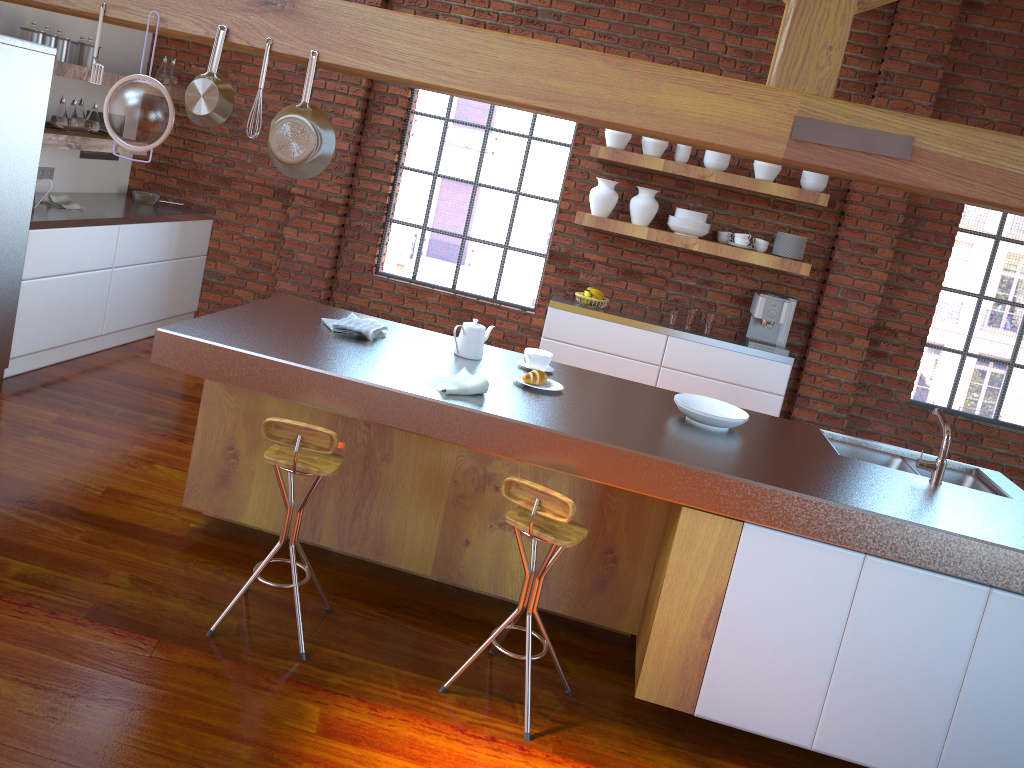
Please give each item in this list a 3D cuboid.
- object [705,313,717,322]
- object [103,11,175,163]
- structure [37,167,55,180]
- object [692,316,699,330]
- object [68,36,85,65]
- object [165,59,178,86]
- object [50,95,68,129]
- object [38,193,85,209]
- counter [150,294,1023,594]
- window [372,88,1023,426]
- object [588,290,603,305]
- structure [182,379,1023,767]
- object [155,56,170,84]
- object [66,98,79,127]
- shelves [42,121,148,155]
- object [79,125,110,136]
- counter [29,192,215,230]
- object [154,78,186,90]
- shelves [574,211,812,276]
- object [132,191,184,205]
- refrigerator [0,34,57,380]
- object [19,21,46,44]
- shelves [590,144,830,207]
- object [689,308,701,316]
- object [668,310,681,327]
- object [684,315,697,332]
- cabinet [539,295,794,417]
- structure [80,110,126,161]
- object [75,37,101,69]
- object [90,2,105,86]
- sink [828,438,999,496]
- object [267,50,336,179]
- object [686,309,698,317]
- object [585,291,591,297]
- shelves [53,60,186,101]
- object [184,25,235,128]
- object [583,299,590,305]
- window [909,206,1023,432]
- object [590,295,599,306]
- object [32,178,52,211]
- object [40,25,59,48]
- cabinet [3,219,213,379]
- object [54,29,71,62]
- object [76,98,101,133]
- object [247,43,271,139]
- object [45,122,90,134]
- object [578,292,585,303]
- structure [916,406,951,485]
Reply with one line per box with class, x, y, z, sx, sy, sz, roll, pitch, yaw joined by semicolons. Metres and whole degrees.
object;1.310;-0.411;5.836;0.079;0.102;0.078;16;10;18
object;-1.307;-1.040;3.064;0.274;0.521;0.086;14;7;7
structure;-3.026;-1.365;5.687;0.033;0.078;0.163;13;12;6
object;1.217;-0.420;5.948;0.079;0.102;0.078;19;12;36
object;-2.586;-1.995;5.270;0.128;0.175;0.129;13;9;2
object;-2.378;-2.180;6.153;0.093;0.189;0.095;6;11;-39
object;-2.623;-1.582;5.114;0.094;0.188;0.094;15;9;19
object;-2.720;-1.108;5.321;0.199;0.060;0.205;20;15;28
counter;0.378;0.146;3.269;3.153;0.128;1.042;14;14;7
window;3.246;-0.912;8.150;17.395;9.769;3.695;12;8;-3
object;0.578;-0.578;5.940;0.176;0.093;0.065;0;16;-46
structure;0.281;0.578;3.333;3.130;0.754;1.040;14;11;7
object;-2.391;-2.157;6.046;0.094;0.188;0.094;15;9;19
object;-2.611;-1.605;5.221;0.093;0.189;0.095;6;11;-39
shelves;-2.714;-1.458;5.116;0.656;0.075;1.084;14;14;6
object;-2.629;-1.571;5.411;0.225;0.032;0.197;16;14;16
counter;-2.711;-1.124;5.617;0.716;0.044;2.018;14;14;6
object;-2.402;-2.088;6.109;0.195;0.032;0.228;14;14;5
shelves;1.184;-0.946;5.867;1.541;0.075;0.343;14;13;7
object;-2.534;-1.308;6.275;0.346;0.073;0.199;9;13;-12
refrigerator;-2.892;-0.850;4.178;0.784;1.746;0.925;13;9;6
object;-2.578;-1.856;4.721;0.128;0.175;0.129;13;9;2
shelves;1.281;-1.379;5.813;1.541;0.075;0.343;14;13;7
object;1.226;-0.457;5.943;0.079;0.102;0.078;19;12;36
object;1.086;-0.441;5.923;0.077;0.102;0.080;8;10;-23
object;1.175;-0.401;5.835;0.079;0.102;0.078;19;12;36
cabinet;1.011;-0.171;5.964;1.627;0.468;0.342;14;9;7
structure;-2.880;-1.745;6.202;0.013;0.329;0.464;13;11;6
object;-2.467;-1.932;5.121;0.128;0.175;0.129;13;9;2
object;-1.472;-1.213;3.139;0.060;0.284;0.023;16;8;22
sink;1.523;0.421;3.430;0.615;0.196;0.415;14;13;7
object;-0.726;-0.926;3.029;0.267;0.437;0.070;14;7;12
object;1.183;-0.438;5.831;0.079;0.102;0.078;19;12;36
object;0.513;-0.605;5.955;0.044;0.052;0.052;12;10;-5
shelves;-2.563;-1.921;5.518;0.656;0.075;2.012;14;14;6
object;-1.055;-1.070;3.052;0.195;0.353;0.086;14;8;11
object;0.503;-0.557;5.949;0.056;0.045;0.046;22;14;39
window;3.440;-0.507;5.806;1.273;1.646;0.085;14;7;7
object;0.558;-0.568;5.977;0.077;0.064;0.077;22;14;39
object;-2.741;-1.089;4.876;0.184;0.234;0.302;20;13;37
object;-2.580;-1.890;4.856;0.128;0.175;0.129;13;9;2
cabinet;-2.805;-0.712;5.669;0.714;0.803;2.018;14;13;6
object;-2.582;-1.926;4.995;0.128;0.175;0.129;13;9;2
object;-2.612;-1.650;5.401;0.204;0.190;0.094;16;9;16
object;-0.874;-1.016;3.054;0.045;0.327;0.046;17;8;31
object;-2.634;-1.513;5.177;0.195;0.032;0.228;14;14;5
object;0.490;-0.589;6.003;0.073;0.074;0.074;9;11;-18
structure;1.538;0.214;3.239;0.099;0.244;0.203;13;10;6
